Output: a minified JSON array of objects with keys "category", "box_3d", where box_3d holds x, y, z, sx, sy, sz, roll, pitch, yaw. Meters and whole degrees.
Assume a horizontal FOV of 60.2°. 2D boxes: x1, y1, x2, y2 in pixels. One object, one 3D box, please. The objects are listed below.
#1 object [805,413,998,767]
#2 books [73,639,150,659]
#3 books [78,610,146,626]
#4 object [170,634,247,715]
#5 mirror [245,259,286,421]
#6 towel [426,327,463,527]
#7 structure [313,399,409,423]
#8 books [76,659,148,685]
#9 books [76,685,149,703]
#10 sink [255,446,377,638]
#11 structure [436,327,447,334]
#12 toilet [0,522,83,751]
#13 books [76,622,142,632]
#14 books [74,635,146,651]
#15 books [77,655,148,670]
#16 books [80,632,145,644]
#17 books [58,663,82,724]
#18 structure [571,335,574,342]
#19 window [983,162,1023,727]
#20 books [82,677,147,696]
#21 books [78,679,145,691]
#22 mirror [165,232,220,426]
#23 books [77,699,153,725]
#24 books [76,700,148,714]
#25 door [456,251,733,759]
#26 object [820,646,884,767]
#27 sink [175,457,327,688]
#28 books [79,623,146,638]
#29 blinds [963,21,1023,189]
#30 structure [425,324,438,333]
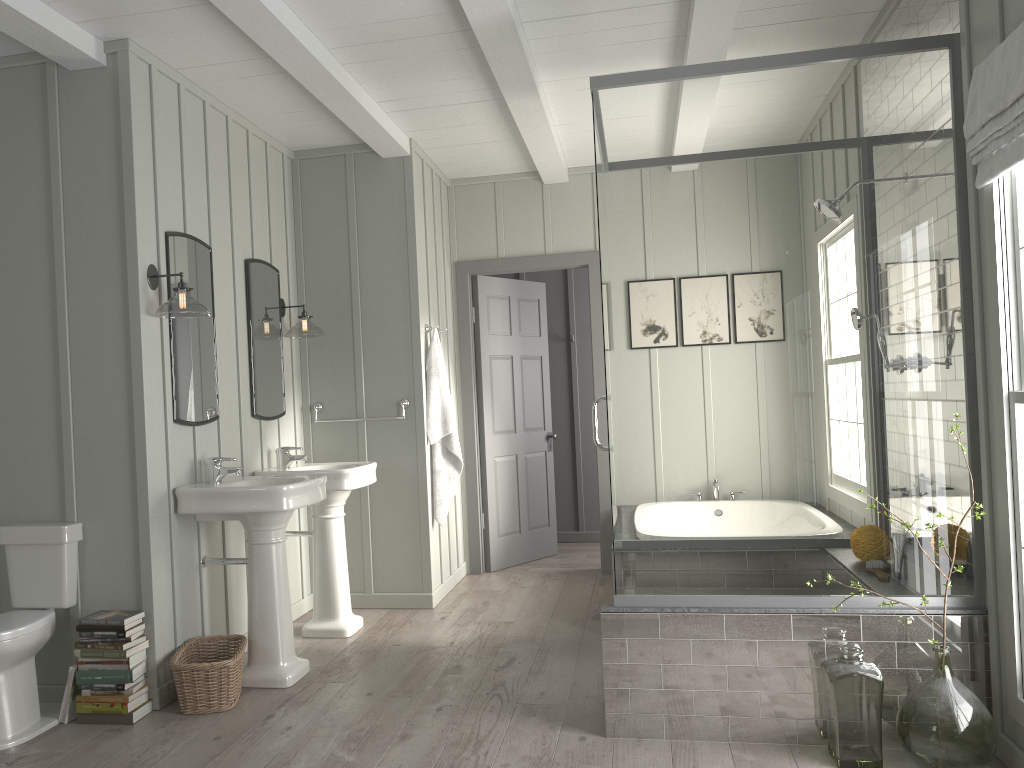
[{"category":"object","box_3d":[1.202,0.652,2.758,0.522,1.117,0.272,-3,0,10]},{"category":"books","box_3d":[-1.621,1.071,3.580,0.238,0.032,0.167,-3,-1,11]},{"category":"books","box_3d":[-1.617,0.946,3.575,0.210,0.024,0.147,-3,-1,12]},{"category":"object","box_3d":[-1.280,1.232,3.759,0.289,0.220,0.469,-2,-1,-9]},{"category":"mirror","box_3d":[-1.351,-0.240,4.868,0.015,0.884,0.419,-3,0,8]},{"category":"towel","box_3d":[-0.402,0.255,5.386,0.164,1.204,0.313,-3,0,14]},{"category":"structure","box_3d":[-0.910,0.162,5.288,0.611,0.123,0.054,-3,0,12]},{"category":"books","box_3d":[-1.619,1.165,3.582,0.229,0.053,0.158,-3,-1,1]},{"category":"books","box_3d":[-1.615,1.251,3.579,0.236,0.024,0.146,-3,-1,11]},{"category":"sink","box_3d":[-1.033,0.840,4.816,0.575,1.013,0.561,-3,0,10]},{"category":"structure","box_3d":[-0.453,-0.337,5.641,0.080,0.056,0.056,-3,-1,11]},{"category":"toilet","box_3d":[-1.984,0.978,3.508,0.336,0.787,0.517,-3,0,9]},{"category":"books","box_3d":[-1.627,0.971,3.577,0.209,0.024,0.148,-3,-1,7]},{"category":"books","box_3d":[-1.625,1.044,3.580,0.237,0.024,0.145,-3,-1,16]},{"category":"books","box_3d":[-1.620,1.112,3.587,0.225,0.051,0.154,-3,-1,6]},{"category":"books","box_3d":[-1.620,1.020,3.587,0.207,0.025,0.149,-3,-1,0]},{"category":"books","box_3d":[-1.766,1.248,3.611,0.093,0.235,0.168,-3,0,9]},{"category":"structure","box_3d":[0.509,-0.378,7.350,0.019,0.051,0.134,-3,-1,8]},{"category":"window","box_3d":[1.456,0.037,2.204,0.091,1.950,1.041,-3,0,8]},{"category":"books","box_3d":[-1.611,1.227,3.587,0.208,0.025,0.149,-3,-1,1]},{"category":"books","box_3d":[-1.618,1.203,3.577,0.210,0.024,0.147,-3,-1,11]},{"category":"mirror","box_3d":[-1.467,-0.248,4.071,0.015,0.884,0.419,-3,0,8]},{"category":"books","box_3d":[-1.608,1.329,3.587,0.242,0.049,0.162,-3,-1,8]},{"category":"books","box_3d":[-1.614,1.284,3.576,0.225,0.041,0.160,-3,-1,9]},{"category":"door","box_3d":[-0.614,0.204,3.140,4.318,2.196,7.674,-3,-1,9]},{"category":"object","box_3d":[1.100,1.038,2.856,0.165,0.361,0.161,-3,0,8]},{"category":"sink","box_3d":[-1.149,0.833,4.023,0.575,1.013,0.561,-3,0,10]},{"category":"books","box_3d":[-1.615,0.995,3.575,0.210,0.024,0.148,-3,-1,10]},{"category":"blinds","box_3d":[1.345,-0.794,2.228,0.073,0.380,1.016,-3,-1,8]},{"category":"structure","box_3d":[-0.489,-0.339,5.394,0.080,0.056,0.056,-3,-1,11]}]
